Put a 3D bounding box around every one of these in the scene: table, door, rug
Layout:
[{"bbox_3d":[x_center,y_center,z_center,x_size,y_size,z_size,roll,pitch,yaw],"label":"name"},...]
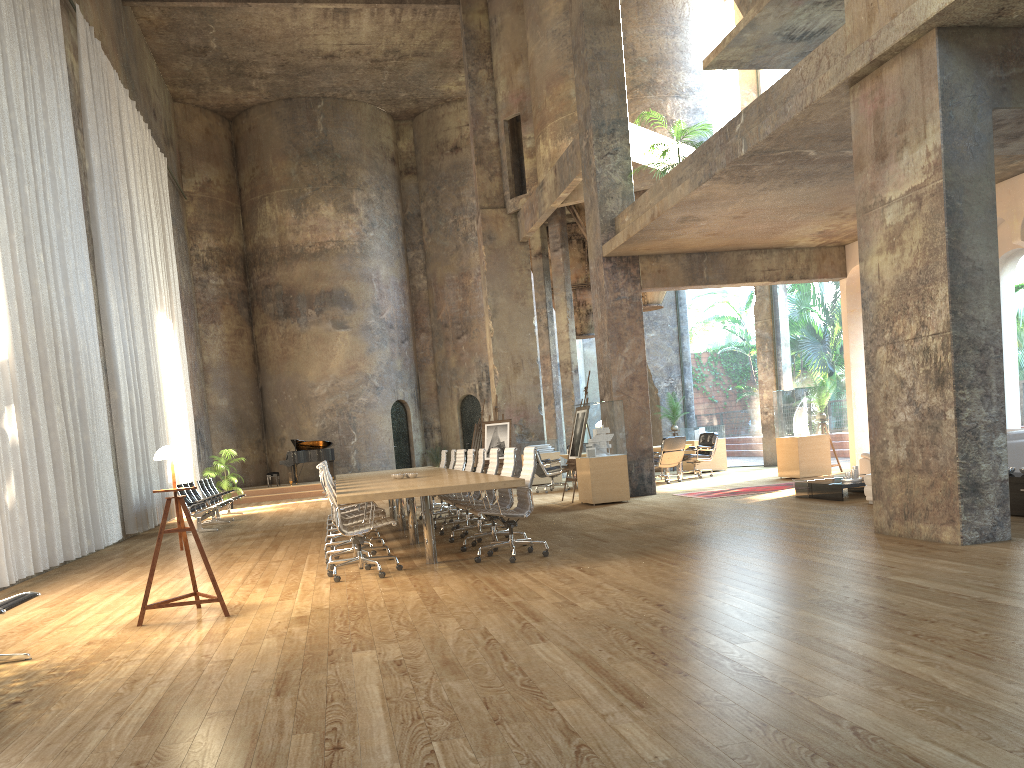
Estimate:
[{"bbox_3d":[2.274,1.659,17.548,2.404,0.704,1.103,-4,-1,-11],"label":"table"},{"bbox_3d":[-1.208,1.644,28.058,0.905,2.649,0.110,-3,5,31],"label":"door"},{"bbox_3d":[-3.534,1.649,27.603,0.092,2.312,0.893,-2,4,37],"label":"door"},{"bbox_3d":[3.868,1.620,13.570,2.456,0.009,1.345,-4,-4,-11],"label":"rug"},{"bbox_3d":[-1.397,1.555,11.217,1.597,0.762,7.710,-5,-3,-12],"label":"table"},{"bbox_3d":[4.239,1.359,11.732,0.857,0.248,0.370,-4,-1,-11],"label":"table"},{"bbox_3d":[4.314,1.352,11.372,0.788,0.203,1.110,-4,-3,-11],"label":"table"}]

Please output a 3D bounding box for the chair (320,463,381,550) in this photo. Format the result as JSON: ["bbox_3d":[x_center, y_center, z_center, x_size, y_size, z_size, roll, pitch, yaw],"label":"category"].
[{"bbox_3d":[-1.946,1.430,10.533,0.698,1.032,0.662,-5,2,-6],"label":"chair"}]

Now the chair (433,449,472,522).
[{"bbox_3d":[-0.950,1.476,12.675,0.697,1.032,0.663,-5,2,-12],"label":"chair"}]

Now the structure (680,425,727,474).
[{"bbox_3d":[4.269,1.456,19.591,0.733,1.021,0.741,-5,2,-11],"label":"structure"}]

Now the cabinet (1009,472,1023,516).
[{"bbox_3d":[4.700,1.052,8.446,0.395,0.371,1.561,-5,-3,-12],"label":"cabinet"}]

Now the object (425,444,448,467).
[{"bbox_3d":[-2.395,2.424,28.294,0.912,0.997,0.903,-5,1,0],"label":"object"}]

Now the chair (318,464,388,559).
[{"bbox_3d":[-1.750,1.356,9.622,0.697,1.032,0.663,-5,2,-12],"label":"chair"}]

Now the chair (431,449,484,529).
[{"bbox_3d":[-0.771,1.404,11.760,0.698,1.032,0.662,-5,2,-6],"label":"chair"}]

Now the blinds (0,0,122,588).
[{"bbox_3d":[-5.687,-2.200,9.659,0.274,8.697,7.812,-6,1,-11],"label":"blinds"}]

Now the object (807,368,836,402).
[{"bbox_3d":[5.484,0.180,15.747,0.685,0.945,0.859,-6,1,-21],"label":"object"}]

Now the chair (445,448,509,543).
[{"bbox_3d":[-0.419,1.265,10.018,0.698,1.032,0.662,-5,2,-6],"label":"chair"}]

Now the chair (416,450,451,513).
[{"bbox_3d":[-1.332,1.613,14.351,0.698,1.032,0.662,-5,2,-6],"label":"chair"}]

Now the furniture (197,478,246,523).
[{"bbox_3d":[-5.864,2.315,17.878,0.706,0.846,1.870,-5,-2,-12],"label":"furniture"}]

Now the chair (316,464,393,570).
[{"bbox_3d":[-1.582,1.290,8.784,0.698,1.032,0.662,-5,2,-3],"label":"chair"}]

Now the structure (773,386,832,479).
[{"bbox_3d":[5.014,0.852,15.203,0.593,1.558,0.740,-6,3,-11],"label":"structure"}]

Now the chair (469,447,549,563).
[{"bbox_3d":[-0.051,1.120,8.190,0.698,1.032,0.662,-5,2,-6],"label":"chair"}]

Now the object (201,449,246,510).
[{"bbox_3d":[-6.937,2.311,21.241,1.087,1.466,1.128,-5,1,-20],"label":"object"}]

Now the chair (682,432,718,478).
[{"bbox_3d":[3.721,1.456,17.824,0.818,0.898,0.729,-5,1,-17],"label":"chair"}]

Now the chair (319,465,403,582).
[{"bbox_3d":[-1.382,1.220,7.943,0.698,1.032,0.662,-5,2,-6],"label":"chair"}]

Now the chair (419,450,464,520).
[{"bbox_3d":[-1.127,1.543,13.512,0.698,1.032,0.662,-5,2,-3],"label":"chair"}]

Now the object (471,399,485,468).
[{"bbox_3d":[-0.788,1.449,21.117,0.686,2.161,0.694,-4,4,15],"label":"object"}]

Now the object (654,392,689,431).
[{"bbox_3d":[3.684,0.633,20.533,0.857,0.946,0.686,-5,1,-9],"label":"object"}]

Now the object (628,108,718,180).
[{"bbox_3d":[2.564,-3.234,13.501,1.400,1.821,1.351,-5,1,-6],"label":"object"}]

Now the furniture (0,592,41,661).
[{"bbox_3d":[-3.121,1.252,4.558,0.706,0.846,1.870,-5,-2,-12],"label":"furniture"}]

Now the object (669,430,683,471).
[{"bbox_3d":[3.933,1.566,20.554,0.573,0.978,0.653,-4,2,25],"label":"object"}]

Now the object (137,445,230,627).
[{"bbox_3d":[-2.379,1.089,6.488,0.572,1.306,0.652,-4,3,22],"label":"object"}]

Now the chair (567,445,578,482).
[{"bbox_3d":[1.526,1.668,18.172,0.729,0.898,0.818,-5,1,-5],"label":"chair"}]

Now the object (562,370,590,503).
[{"bbox_3d":[1.143,0.865,14.404,0.683,2.161,0.698,-6,3,-12],"label":"object"}]

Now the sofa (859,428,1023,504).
[{"bbox_3d":[5.005,0.995,10.846,2.059,0.725,2.927,-4,-3,-11],"label":"sofa"}]

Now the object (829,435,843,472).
[{"bbox_3d":[5.507,1.135,15.798,0.572,0.979,0.653,-3,3,43],"label":"object"}]

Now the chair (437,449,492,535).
[{"bbox_3d":[-0.600,1.335,10.897,0.698,1.032,0.662,-5,2,-3],"label":"chair"}]

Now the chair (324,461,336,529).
[{"bbox_3d":[-2.481,1.639,13.175,0.698,1.032,0.663,-5,2,-8],"label":"chair"}]

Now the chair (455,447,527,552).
[{"bbox_3d":[-0.236,1.194,9.119,0.698,1.032,0.663,-5,2,-8],"label":"chair"}]

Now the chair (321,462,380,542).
[{"bbox_3d":[-2.117,1.498,11.396,0.698,1.032,0.662,-5,2,-3],"label":"chair"}]

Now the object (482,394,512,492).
[{"bbox_3d":[-0.312,1.294,19.287,0.704,2.161,0.677,-4,4,21],"label":"object"}]

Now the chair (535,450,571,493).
[{"bbox_3d":[0.746,1.679,17.256,0.818,0.898,0.729,-5,1,-15],"label":"chair"}]

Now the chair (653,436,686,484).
[{"bbox_3d":[2.899,1.474,16.963,0.724,0.898,0.823,-6,1,-38],"label":"chair"}]

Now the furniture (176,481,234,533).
[{"bbox_3d":[-5.393,2.129,15.539,0.706,0.846,1.870,-5,-2,-12],"label":"furniture"}]

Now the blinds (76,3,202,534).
[{"bbox_3d":[-7.394,-1.528,18.125,0.274,8.697,7.812,-6,1,-11],"label":"blinds"}]

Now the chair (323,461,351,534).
[{"bbox_3d":[-2.298,1.568,12.276,0.698,1.032,0.662,-5,2,-6],"label":"chair"}]

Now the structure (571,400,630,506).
[{"bbox_3d":[1.363,1.067,13.554,0.593,1.558,0.740,-6,3,-11],"label":"structure"}]

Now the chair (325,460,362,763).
[{"bbox_3d":[0.119,1.508,14.588,12.920,1.037,31.485,-4,-4,-12],"label":"chair"}]

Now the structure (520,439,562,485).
[{"bbox_3d":[0.673,1.807,20.222,0.741,1.021,0.733,-5,2,-11],"label":"structure"}]
